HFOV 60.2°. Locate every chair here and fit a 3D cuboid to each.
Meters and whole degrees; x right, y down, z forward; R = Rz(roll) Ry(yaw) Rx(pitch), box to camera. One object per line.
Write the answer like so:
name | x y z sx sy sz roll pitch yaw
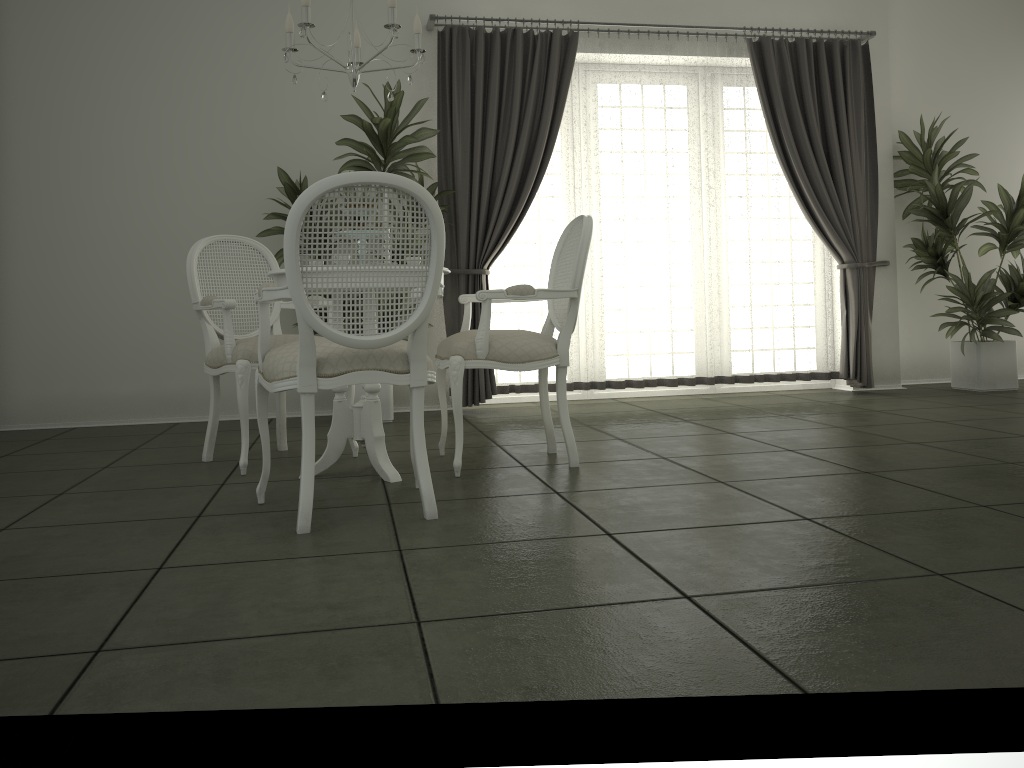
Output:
chair | -1.142 -0.183 4.068 0.689 1.065 0.596 -1 0 45
chair | -0.515 -0.112 2.882 0.595 1.065 0.689 -2 0 -20
chair | 0.014 -0.196 3.810 0.690 1.065 0.595 -2 0 -10

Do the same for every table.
table | -0.611 -0.049 3.610 0.740 0.831 0.740 -2 1 -14

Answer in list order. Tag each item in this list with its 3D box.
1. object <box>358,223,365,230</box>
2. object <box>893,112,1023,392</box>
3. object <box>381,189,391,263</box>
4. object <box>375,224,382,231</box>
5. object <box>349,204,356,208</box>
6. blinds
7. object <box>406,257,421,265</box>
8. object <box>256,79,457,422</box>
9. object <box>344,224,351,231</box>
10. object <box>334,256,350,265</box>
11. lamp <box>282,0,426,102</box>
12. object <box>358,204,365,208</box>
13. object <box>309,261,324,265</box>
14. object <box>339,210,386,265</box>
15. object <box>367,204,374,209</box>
object | -0.606 -0.636 3.572 0.039 0.032 0.039 -4 3 -45
object | 3.467 -1.015 6.555 1.161 2.099 1.039 -2 0 7
object | -0.545 -0.665 3.838 0.088 0.365 0.087 -1 -1 -33
object | -0.550 -0.642 3.620 0.039 0.032 0.039 0 3 40
object | -0.653 -0.727 3.619 0.039 0.032 0.039 -1 2 20
blinds | 1.064 -1.188 6.362 3.661 2.607 0.659 -2 -1 -11
object | -0.411 -0.508 3.716 0.062 0.049 0.078 -1 3 22
object | -0.966 -0.817 5.535 1.161 2.099 1.039 -2 0 7
object | -0.675 -0.636 3.596 0.039 0.032 0.039 0 3 40
object | -0.646 -0.468 3.352 0.062 0.049 0.078 -2 3 -1
lamp | -0.663 -2.419 3.654 0.593 2.442 0.593 -1 -1 -33
object | -0.614 -0.727 3.606 0.039 0.032 0.039 -1 2 10
object | -0.820 -0.496 3.716 0.062 0.049 0.078 -3 3 -31
object | -0.618 -0.591 3.643 0.210 0.249 0.211 -1 1 22
object | -0.583 -0.730 3.633 0.039 0.032 0.039 -2 2 -5
